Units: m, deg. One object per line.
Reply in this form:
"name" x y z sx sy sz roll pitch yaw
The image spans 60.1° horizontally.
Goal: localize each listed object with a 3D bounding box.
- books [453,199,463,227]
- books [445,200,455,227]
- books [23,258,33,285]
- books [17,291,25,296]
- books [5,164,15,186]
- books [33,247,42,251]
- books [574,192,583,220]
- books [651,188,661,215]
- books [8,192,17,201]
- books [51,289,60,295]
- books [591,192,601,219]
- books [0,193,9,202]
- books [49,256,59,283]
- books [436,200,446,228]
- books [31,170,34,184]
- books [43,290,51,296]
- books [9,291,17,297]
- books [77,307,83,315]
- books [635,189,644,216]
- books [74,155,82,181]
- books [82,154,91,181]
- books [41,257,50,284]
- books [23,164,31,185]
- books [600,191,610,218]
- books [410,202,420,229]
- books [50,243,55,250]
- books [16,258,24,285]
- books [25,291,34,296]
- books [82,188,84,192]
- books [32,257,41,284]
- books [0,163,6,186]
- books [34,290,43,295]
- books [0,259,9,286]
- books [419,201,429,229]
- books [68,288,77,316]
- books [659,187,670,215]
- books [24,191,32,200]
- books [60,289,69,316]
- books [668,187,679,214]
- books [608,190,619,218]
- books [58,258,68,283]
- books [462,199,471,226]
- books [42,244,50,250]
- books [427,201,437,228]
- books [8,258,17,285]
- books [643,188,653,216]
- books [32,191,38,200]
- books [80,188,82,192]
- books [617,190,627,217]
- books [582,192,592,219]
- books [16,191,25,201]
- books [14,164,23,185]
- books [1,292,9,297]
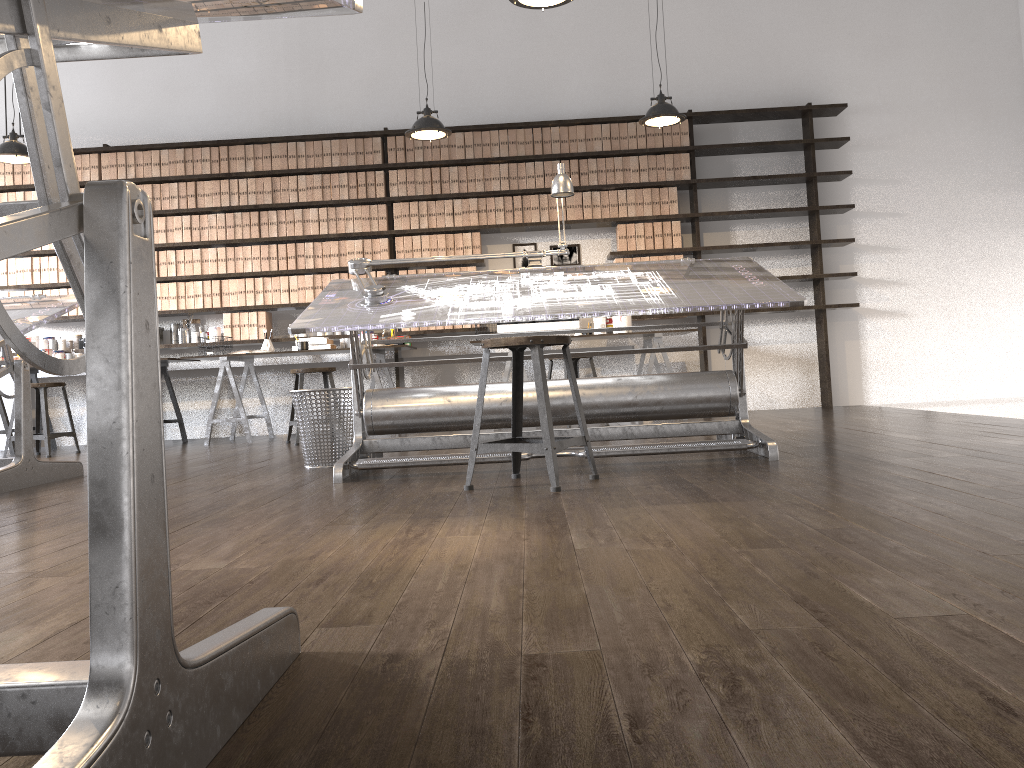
"books" -0.434 -1.383 7.251 0.067 0.226 0.174 -3 -1 1
"books" -0.506 -1.379 7.250 0.067 0.226 0.174 -3 -1 1
"books" -3.940 -0.918 7.296 0.067 0.226 0.174 -3 -1 1
"books" -3.991 -0.644 7.288 0.067 0.226 0.174 -3 -1 1
"books" -4.113 -1.733 7.335 0.067 0.226 0.174 -3 -1 1
"books" -3.872 -1.200 7.308 0.067 0.226 0.174 -3 -1 1
"books" 0.539 -1.435 7.231 0.067 0.226 0.174 -3 -1 1
"books" 1.163 -1.469 7.227 0.067 0.226 0.174 -3 -1 1
"books" -4.082 -1.457 7.327 0.067 0.226 0.174 -3 -1 1
"books" -3.709 -0.659 7.283 0.067 0.226 0.174 -3 -1 1
"books" 0.684 -1.443 7.232 0.067 0.226 0.174 -3 -1 1
"books" -4.153 -1.453 7.329 0.067 0.226 0.174 -3 -1 1
"books" -3.732 -0.929 7.294 0.067 0.226 0.174 -3 -1 1
"books" -0.576 -1.376 7.255 0.067 0.226 0.174 -3 -1 1
"books" -3.903 -1.745 7.334 0.067 0.226 0.174 -3 -1 1
"books" -3.779 -0.655 7.288 0.067 0.226 0.174 -3 -1 1
"books" -4.054 -0.641 7.290 0.067 0.226 0.174 -3 -1 1
"books" -3.502 -0.670 7.280 0.067 0.226 0.174 -3 -1 1
"books" 1.029 -1.462 7.228 0.067 0.226 0.174 -3 -1 1
"books" -3.551 -1.764 7.332 0.067 0.226 0.174 -3 -1 1
"books" -3.482 -1.767 7.326 0.067 0.226 0.174 -3 -1 1
"books" -3.802 -0.926 7.299 0.067 0.226 0.174 -3 -1 1
"books" -3.973 -1.741 7.339 0.067 0.226 0.174 -3 -1 1
"books" 0.754 -1.447 7.235 0.067 0.226 0.174 -3 -1 1
"books" -0.788 -1.364 7.254 0.067 0.226 0.174 -3 -1 1
"books" -3.737 -1.207 7.309 0.067 0.226 0.174 -3 -1 1
"books" -4.007 -0.915 7.301 0.067 0.226 0.174 -3 -1 1
"books" -3.919 -0.648 7.285 0.067 0.226 0.174 -3 -1 1
"books" -3.474 -1.490 7.314 0.067 0.226 0.174 -3 -1 1
"books" -3.873 -0.922 7.300 0.067 0.226 0.174 -3 -1 1
"books" -4.185 -1.730 7.338 0.067 0.226 0.174 -3 -1 1
"books" -3.849 -0.652 7.287 0.067 0.226 0.174 -3 -1 1
"books" -4.142 -0.907 7.300 0.067 0.226 0.174 -3 -1 1
"books" -0.716 -1.368 7.256 0.067 0.226 0.174 -3 -1 1
"books" -3.565 -0.667 7.277 0.067 0.226 0.174 -3 -1 1
"books" 1.233 -1.473 7.226 0.067 0.226 0.174 -3 -1 1
"books" -3.948 -1.464 7.324 0.067 0.226 0.174 -3 -1 1
"books" -3.637 -0.663 7.278 0.067 0.226 0.174 -3 -1 1
"books" 1.304 -1.476 7.220 0.067 0.226 0.174 -3 -1 1
"books" 0.823 -1.451 7.232 0.067 0.226 0.174 -3 -1 1
"books" -3.661 -0.933 7.297 0.067 0.226 0.174 -3 -1 1
"books" -0.371 -1.387 7.252 0.067 0.226 0.174 -3 -1 1
"books" -3.800 -1.204 7.308 0.067 0.226 0.174 -3 -1 1
"books" -0.646 -1.372 7.258 0.067 0.226 0.174 -3 -1 1
"books" -4.070 -0.911 7.301 0.067 0.226 0.174 -3 -1 1
"books" 1.095 -1.465 7.222 0.067 0.226 0.174 -3 -1 1
"books" -3.885 -1.468 7.321 0.067 0.226 0.174 -3 -1 1
"books" -3.537 -1.486 7.317 0.067 0.226 0.174 -3 -1 1
"books" 0.893 -1.454 7.227 0.067 0.226 0.174 -3 -1 1
"books" 0.611 -1.439 7.230 0.067 0.226 0.174 -3 -1 1
"books" -4.015 -1.461 7.320 0.067 0.226 0.174 -3 -1 1
"books" -4.043 -1.737 7.338 0.067 0.226 0.174 -3 -1 1
"books" -4.121 -0.637 7.287 0.067 0.226 0.174 -3 -1 1
